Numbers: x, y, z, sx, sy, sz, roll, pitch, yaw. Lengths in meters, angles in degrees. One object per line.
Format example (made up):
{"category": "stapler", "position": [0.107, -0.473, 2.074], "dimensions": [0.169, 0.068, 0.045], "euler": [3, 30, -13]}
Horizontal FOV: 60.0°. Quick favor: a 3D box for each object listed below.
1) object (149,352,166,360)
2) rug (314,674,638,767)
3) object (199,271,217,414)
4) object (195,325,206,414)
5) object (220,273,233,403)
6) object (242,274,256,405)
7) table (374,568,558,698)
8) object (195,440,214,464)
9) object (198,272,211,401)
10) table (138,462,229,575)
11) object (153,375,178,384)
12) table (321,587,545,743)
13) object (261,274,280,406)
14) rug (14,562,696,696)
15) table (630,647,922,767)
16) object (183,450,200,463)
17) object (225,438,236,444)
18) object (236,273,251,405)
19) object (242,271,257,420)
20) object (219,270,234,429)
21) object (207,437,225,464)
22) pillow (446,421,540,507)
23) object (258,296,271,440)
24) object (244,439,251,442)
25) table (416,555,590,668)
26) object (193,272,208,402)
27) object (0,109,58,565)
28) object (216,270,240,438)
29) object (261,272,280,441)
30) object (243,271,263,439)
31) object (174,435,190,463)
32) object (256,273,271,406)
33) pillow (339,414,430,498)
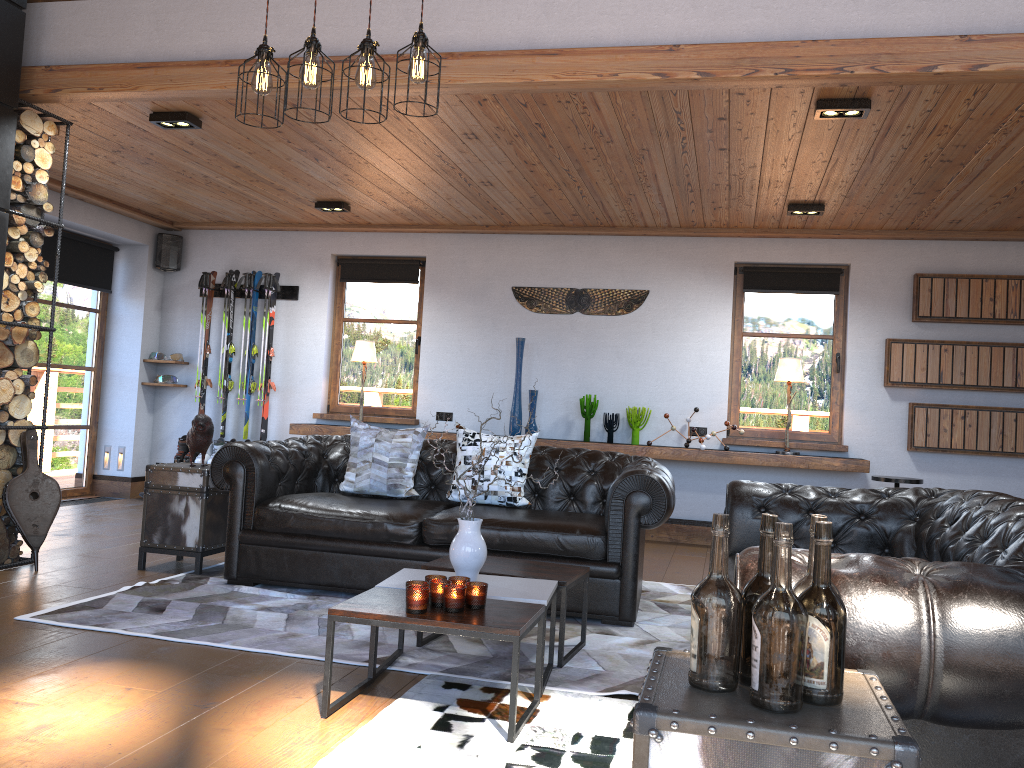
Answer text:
{"category": "object", "position": [-3.454, -0.270, 8.671], "dimensions": [0.189, 0.084, 0.160], "euler": [3, -2, 12]}
{"category": "rug", "position": [0.375, 1.079, 1.315], "dimensions": [2.418, 0.053, 3.827], "euler": [3, -2, 14]}
{"category": "object", "position": [-2.901, -0.287, 8.518], "dimensions": [0.095, 1.607, 0.116], "euler": [3, -3, 13]}
{"category": "object", "position": [-2.994, -0.277, 8.549], "dimensions": [0.095, 1.607, 0.116], "euler": [3, -3, 13]}
{"category": "object", "position": [-2.753, -0.437, 8.426], "dimensions": [0.121, 1.250, 0.059], "euler": [4, -3, -5]}
{"category": "object", "position": [-2.526, -0.426, 8.375], "dimensions": [0.121, 1.250, 0.059], "euler": [4, -3, -5]}
{"category": "table", "position": [-0.173, 0.956, 3.469], "dimensions": [0.648, 0.350, 0.401], "euler": [3, -2, 8]}
{"category": "object", "position": [-2.891, 0.631, 8.341], "dimensions": [0.116, 0.271, 0.253], "euler": [3, -2, 19]}
{"category": "object", "position": [-2.980, -0.449, 8.477], "dimensions": [0.121, 1.250, 0.059], "euler": [4, -3, -5]}
{"category": "table", "position": [-1.912, 0.790, 5.298], "dimensions": [0.415, 0.610, 0.407], "euler": [3, -2, 13]}
{"category": "object", "position": [-3.388, -0.048, 8.643], "dimensions": [0.190, 0.084, 0.347], "euler": [5, -2, -41]}
{"category": "table", "position": [-0.253, 0.939, 3.037], "dimensions": [0.647, 0.350, 0.402], "euler": [3, -2, 13]}
{"category": "object", "position": [-2.276, -0.413, 8.332], "dimensions": [0.122, 1.250, 0.058], "euler": [5, -3, -25]}
{"category": "rug", "position": [0.051, 1.160, 4.604], "dimensions": [4.022, 0.053, 2.443], "euler": [3, -2, 14]}
{"category": "table", "position": [0.407, 0.807, 1.464], "dimensions": [0.415, 0.610, 0.407], "euler": [3, -2, 13]}
{"category": "object", "position": [-3.010, 0.625, 8.368], "dimensions": [0.116, 0.271, 0.253], "euler": [3, -2, 19]}
{"category": "object", "position": [-2.650, 0.644, 8.283], "dimensions": [0.115, 0.271, 0.254], "euler": [2, -3, 33]}
{"category": "object", "position": [-2.555, -0.429, 8.315], "dimensions": [0.122, 1.250, 0.058], "euler": [5, -3, -30]}
{"category": "object", "position": [-2.532, -0.283, 8.504], "dimensions": [0.072, 1.623, 0.112], "euler": [3, -3, 13]}
{"category": "object", "position": [-2.756, -0.295, 8.523], "dimensions": [0.072, 1.623, 0.112], "euler": [3, -3, 13]}
{"category": "object", "position": [-2.769, 0.638, 8.329], "dimensions": [0.116, 0.271, 0.253], "euler": [3, -2, 19]}
{"category": "pillow", "position": [-0.112, 0.464, 5.213], "dimensions": [0.525, 0.469, 0.285], "euler": [3, -2, 16]}
{"category": "object", "position": [-2.344, -0.244, 8.403], "dimensions": [0.095, 1.607, 0.116], "euler": [3, -3, 13]}
{"category": "object", "position": [-2.511, 0.652, 8.285], "dimensions": [0.115, 0.271, 0.254], "euler": [2, -3, 29]}
{"category": "table", "position": [-0.030, 0.978, 3.906], "dimensions": [0.646, 0.350, 0.403], "euler": [3, -2, 18]}
{"category": "object", "position": [-2.962, -0.450, 8.398], "dimensions": [0.059, 1.250, 0.121], "euler": [4, -3, -4]}
{"category": "object", "position": [-3.019, -0.279, 5.060], "dimensions": [0.464, 2.613, 0.496], "euler": [3, -3, 13]}
{"category": "object", "position": [-2.712, -0.296, 8.429], "dimensions": [0.103, 1.623, 0.255], "euler": [3, -3, 10]}
{"category": "object", "position": [-2.252, -0.254, 8.372], "dimensions": [0.095, 1.607, 0.116], "euler": [3, -3, 13]}
{"category": "object", "position": [-2.462, -0.280, 8.477], "dimensions": [0.072, 1.623, 0.112], "euler": [3, -3, 13]}
{"category": "object", "position": [-3.124, 0.620, 8.396], "dimensions": [0.116, 0.271, 0.252], "euler": [3, -2, 4]}
{"category": "object", "position": [-2.352, -0.419, 8.256], "dimensions": [0.122, 1.250, 0.058], "euler": [4, -3, -20]}
{"category": "pillow", "position": [-0.772, 0.430, 5.361], "dimensions": [0.525, 0.469, 0.285], "euler": [3, -2, 16]}
